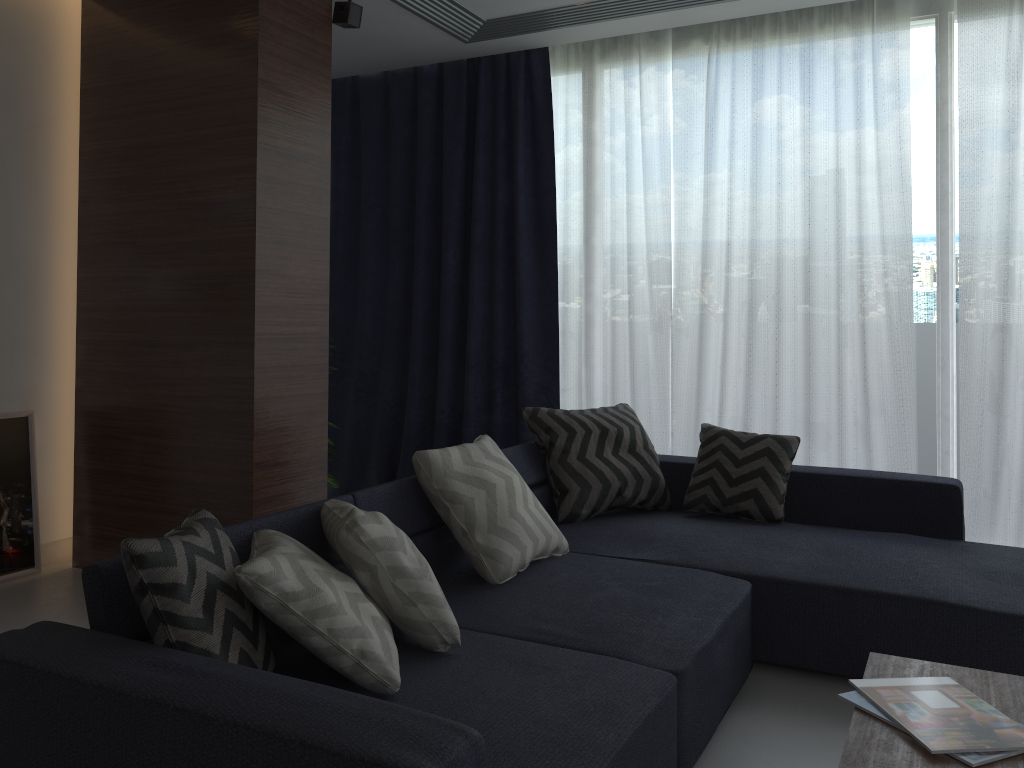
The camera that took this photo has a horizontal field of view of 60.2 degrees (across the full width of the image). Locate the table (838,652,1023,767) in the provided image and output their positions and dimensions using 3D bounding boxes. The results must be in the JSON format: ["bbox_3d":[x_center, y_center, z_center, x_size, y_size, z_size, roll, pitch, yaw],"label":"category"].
[{"bbox_3d":[0.990,0.812,1.475,0.805,0.352,0.801,2,3,27],"label":"table"}]

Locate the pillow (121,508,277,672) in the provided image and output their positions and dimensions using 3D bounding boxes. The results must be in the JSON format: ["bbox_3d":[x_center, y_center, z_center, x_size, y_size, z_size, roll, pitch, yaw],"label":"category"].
[{"bbox_3d":[-0.608,0.459,1.778,0.221,0.386,0.415,0,2,-3],"label":"pillow"}]

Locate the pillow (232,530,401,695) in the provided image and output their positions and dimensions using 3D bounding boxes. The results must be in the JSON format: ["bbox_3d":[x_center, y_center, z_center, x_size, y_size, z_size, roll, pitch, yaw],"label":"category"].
[{"bbox_3d":[-0.419,0.486,1.932,0.330,0.294,0.416,0,2,-11],"label":"pillow"}]

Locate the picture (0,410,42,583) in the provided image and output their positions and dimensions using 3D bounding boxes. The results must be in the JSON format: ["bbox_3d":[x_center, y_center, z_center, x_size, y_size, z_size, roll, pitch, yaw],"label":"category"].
[{"bbox_3d":[-2.176,0.477,3.614,0.083,0.699,0.500,0,0,27],"label":"picture"}]

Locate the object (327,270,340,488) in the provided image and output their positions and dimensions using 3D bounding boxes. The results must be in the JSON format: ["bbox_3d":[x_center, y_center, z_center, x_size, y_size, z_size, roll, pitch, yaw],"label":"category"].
[{"bbox_3d":[-1.102,-0.147,4.465,0.503,1.847,0.482,0,-1,-5],"label":"object"}]

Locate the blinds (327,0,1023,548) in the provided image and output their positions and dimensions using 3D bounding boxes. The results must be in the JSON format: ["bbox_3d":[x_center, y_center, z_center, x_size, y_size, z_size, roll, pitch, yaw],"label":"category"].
[{"bbox_3d":[0.636,-0.401,1.519,7.139,2.773,5.804,2,3,30],"label":"blinds"}]

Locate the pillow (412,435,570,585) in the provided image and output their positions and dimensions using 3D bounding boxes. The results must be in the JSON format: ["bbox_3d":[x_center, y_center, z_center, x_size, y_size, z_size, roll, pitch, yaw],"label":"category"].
[{"bbox_3d":[-0.062,0.389,2.835,0.343,0.388,0.495,1,2,27],"label":"pillow"}]

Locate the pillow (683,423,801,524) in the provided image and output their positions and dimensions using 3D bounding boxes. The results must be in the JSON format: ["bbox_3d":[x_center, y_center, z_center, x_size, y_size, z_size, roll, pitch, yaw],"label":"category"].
[{"bbox_3d":[0.919,0.354,3.556,0.415,0.345,0.286,1,1,32],"label":"pillow"}]

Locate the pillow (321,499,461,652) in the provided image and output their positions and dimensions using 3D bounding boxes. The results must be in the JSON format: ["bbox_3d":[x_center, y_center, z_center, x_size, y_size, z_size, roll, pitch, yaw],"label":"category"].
[{"bbox_3d":[-0.315,0.460,2.198,0.280,0.351,0.418,0,2,-20],"label":"pillow"}]

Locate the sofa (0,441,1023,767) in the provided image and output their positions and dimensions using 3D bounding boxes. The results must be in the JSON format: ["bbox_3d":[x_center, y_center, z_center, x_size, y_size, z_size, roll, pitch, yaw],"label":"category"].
[{"bbox_3d":[0.480,0.616,2.444,1.900,0.608,2.876,2,4,27],"label":"sofa"}]

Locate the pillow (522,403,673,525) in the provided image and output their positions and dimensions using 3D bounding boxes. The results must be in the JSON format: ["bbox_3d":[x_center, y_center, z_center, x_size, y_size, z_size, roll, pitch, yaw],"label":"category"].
[{"bbox_3d":[0.358,0.353,3.664,0.598,0.519,0.355,-1,1,-33],"label":"pillow"}]

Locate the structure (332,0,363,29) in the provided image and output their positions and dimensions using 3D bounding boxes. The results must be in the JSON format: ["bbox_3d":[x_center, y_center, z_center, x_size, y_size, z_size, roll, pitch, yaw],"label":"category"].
[{"bbox_3d":[-0.736,-1.668,3.957,0.114,0.142,0.084,1,0,32],"label":"structure"}]
